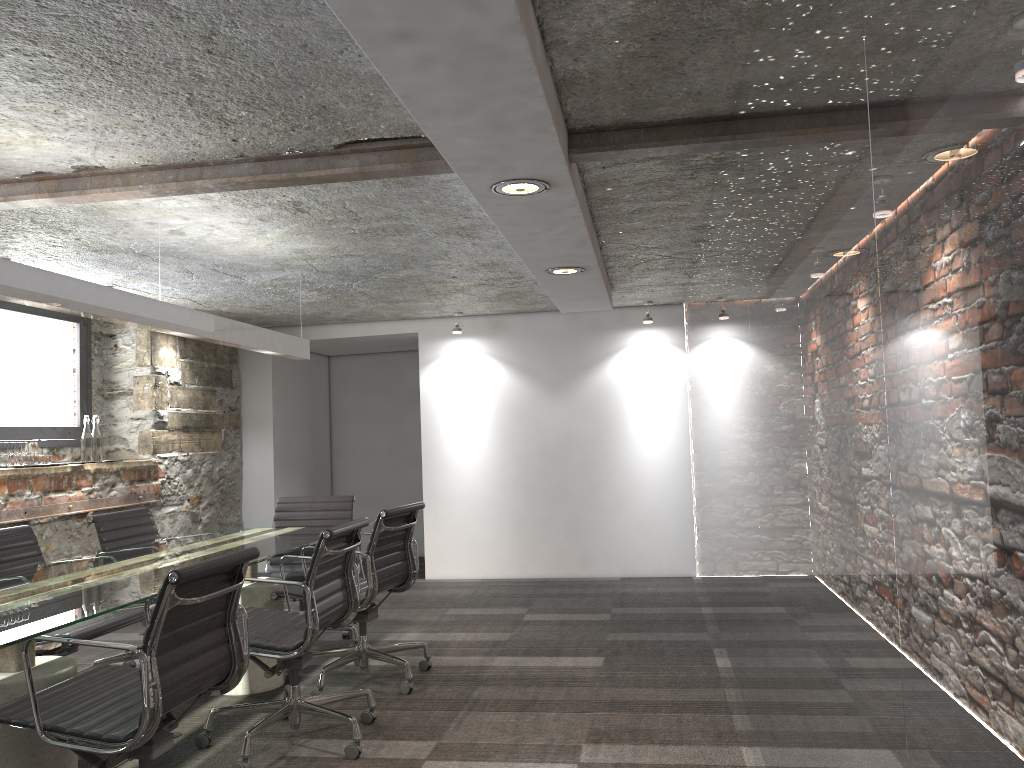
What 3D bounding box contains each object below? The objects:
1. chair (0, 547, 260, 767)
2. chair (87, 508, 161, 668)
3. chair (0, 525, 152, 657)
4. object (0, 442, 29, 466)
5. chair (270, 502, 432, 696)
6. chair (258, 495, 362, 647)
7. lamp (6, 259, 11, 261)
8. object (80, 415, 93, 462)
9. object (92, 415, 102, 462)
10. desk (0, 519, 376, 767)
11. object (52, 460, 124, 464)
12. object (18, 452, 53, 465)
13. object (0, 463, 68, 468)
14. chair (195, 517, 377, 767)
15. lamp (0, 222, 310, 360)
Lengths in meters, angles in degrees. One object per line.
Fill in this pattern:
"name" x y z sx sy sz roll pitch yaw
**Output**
"chair" -1.086 0.917 2.518 0.667 0.837 0.693 -2 -3 0
"chair" -1.708 1.052 4.437 0.667 0.837 0.693 -2 -3 0
"chair" -1.862 1.007 3.572 0.667 0.837 0.693 -2 -3 -1
"object" -2.829 0.395 4.991 0.108 0.131 0.218 -2 -3 7
"chair" -0.766 1.009 4.274 0.667 0.837 0.693 -2 -3 7
"chair" -1.181 1.061 4.907 0.693 0.837 0.667 -2 -3 1
"lamp" -2.637 -0.560 4.570 0.077 0.165 0.098 -5 -5 42
"object" -2.687 0.348 5.604 0.073 0.300 0.073 -1 -4 -22
"object" -2.672 0.353 5.696 0.073 0.300 0.073 -1 -4 -23
"desk" -1.393 1.049 3.483 0.909 0.711 3.154 -3 -3 9
"object" -2.738 0.499 5.646 0.310 0.007 0.457 -3 -3 9
"object" -2.802 0.436 5.203 0.111 0.072 0.191 -3 -4 16
"object" -2.826 0.470 5.091 0.310 0.007 0.457 -3 -3 9
"chair" -0.893 0.964 3.438 0.667 0.837 0.693 -2 -3 -1
"lamp" -1.451 -0.483 3.572 0.073 0.524 3.159 -3 -3 9
